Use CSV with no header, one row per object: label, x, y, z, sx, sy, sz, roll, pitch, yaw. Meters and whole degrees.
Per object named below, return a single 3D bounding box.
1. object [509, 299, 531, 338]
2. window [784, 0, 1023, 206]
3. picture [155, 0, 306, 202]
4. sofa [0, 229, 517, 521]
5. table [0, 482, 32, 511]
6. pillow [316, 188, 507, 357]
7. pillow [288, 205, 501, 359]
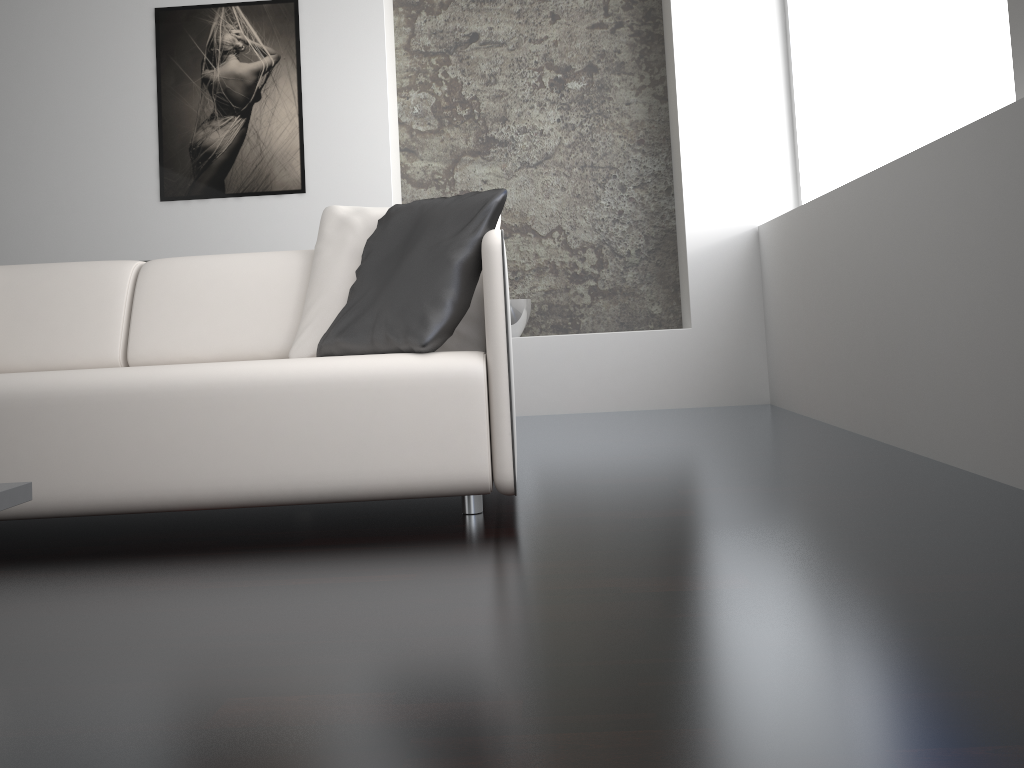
object,-0.007,-0.332,4.488,0.215,0.191,0.215,-3,0,-3
window,1.273,-1.236,0.375,0.110,1.432,8.051,-3,3,3
picture,-1.437,-1.447,4.480,0.745,1.010,0.004,-3,-3,2
sofa,-1.117,-0.042,2.428,2.238,0.664,0.918,-3,1,0
table,-1.032,0.283,0.599,1.257,0.316,0.298,-3,0,0
pillow,-0.244,-0.292,2.295,0.334,0.438,0.549,-2,0,-42
pillow,-0.329,-0.299,2.556,0.587,0.510,0.298,-3,-2,6
